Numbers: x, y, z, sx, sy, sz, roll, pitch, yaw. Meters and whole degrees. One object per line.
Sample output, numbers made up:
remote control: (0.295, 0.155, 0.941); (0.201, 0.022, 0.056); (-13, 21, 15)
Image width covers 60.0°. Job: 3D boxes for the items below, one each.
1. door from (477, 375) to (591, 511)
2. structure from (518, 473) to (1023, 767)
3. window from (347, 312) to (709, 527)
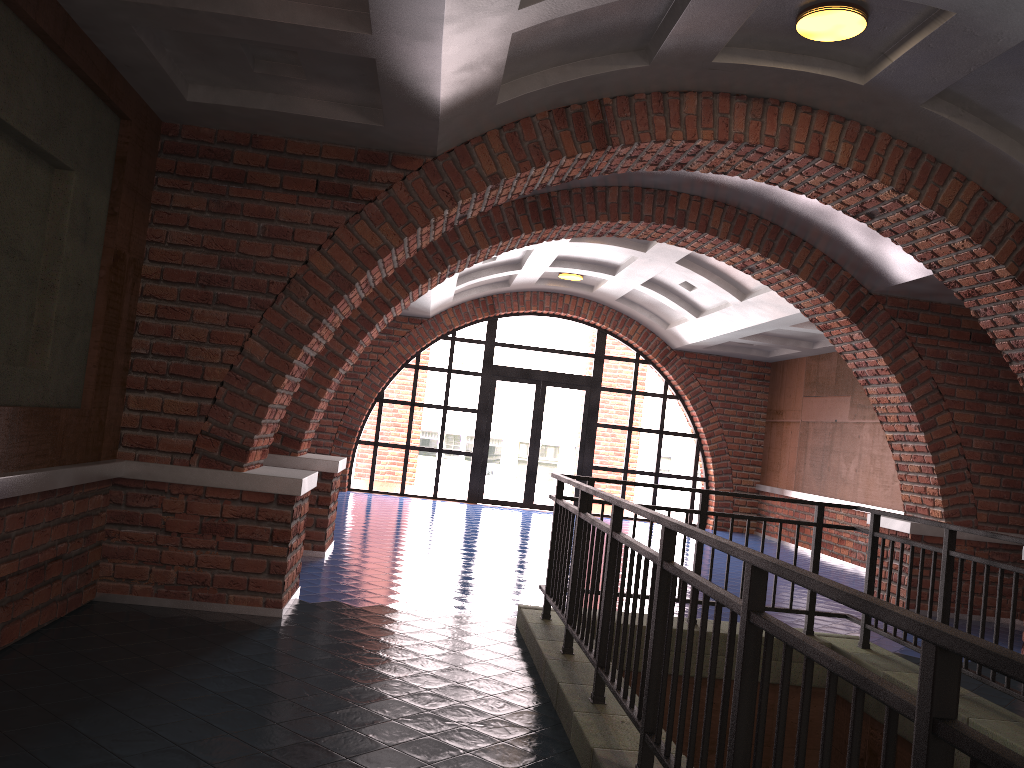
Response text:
door: (0.394, 1.041, 15.356); (1.754, 2.236, 0.040); (7, -3, -5)
structure: (1.583, 3.328, 0.752); (2.464, 5.665, 11.176); (7, -3, -5)
window: (0.510, 0.483, 15.385); (6.353, 3.471, 0.100); (7, -3, -5)
